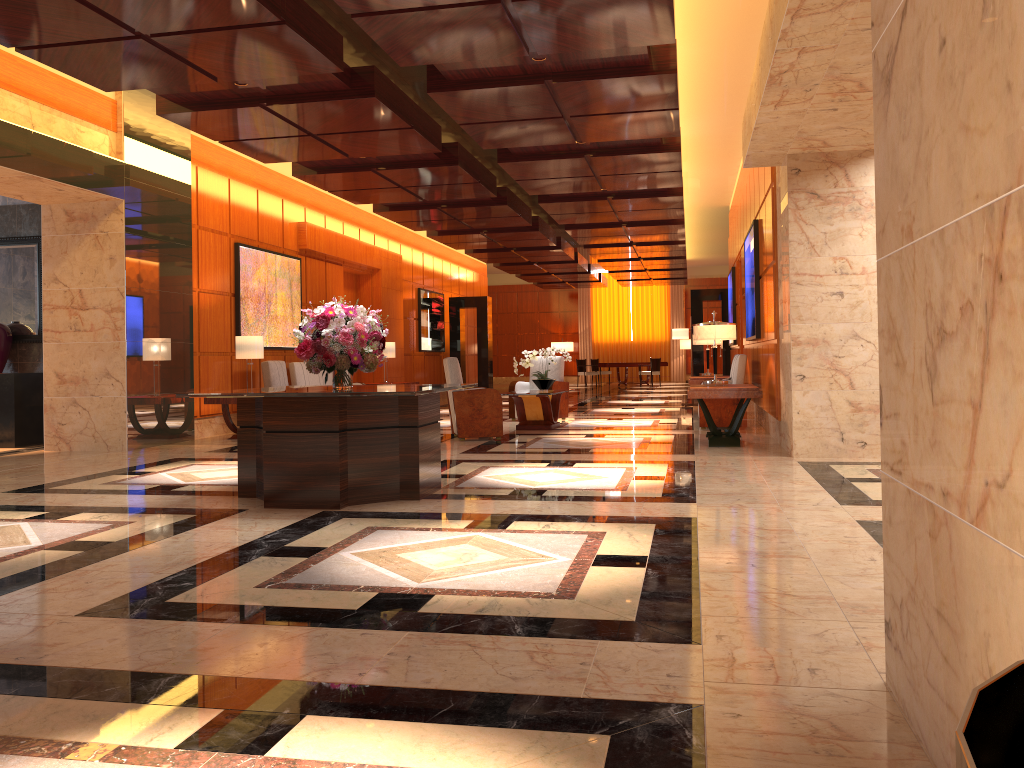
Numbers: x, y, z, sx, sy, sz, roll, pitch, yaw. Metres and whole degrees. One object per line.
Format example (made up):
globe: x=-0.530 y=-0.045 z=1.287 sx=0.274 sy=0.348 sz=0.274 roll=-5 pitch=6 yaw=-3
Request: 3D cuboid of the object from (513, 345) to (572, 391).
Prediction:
object: x=0.414 y=-0.213 z=11.920 sx=0.788 sy=0.617 sz=0.417 roll=-1 pitch=0 yaw=-11

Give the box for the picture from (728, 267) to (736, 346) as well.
picture: x=4.344 y=-1.496 z=17.518 sx=0.056 sy=1.452 sz=1.997 roll=-1 pitch=1 yaw=11

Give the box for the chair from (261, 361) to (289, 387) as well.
chair: x=-3.078 y=0.150 z=12.314 sx=0.628 sy=0.961 sz=0.738 roll=-1 pitch=0 yaw=10

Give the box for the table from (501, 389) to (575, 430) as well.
table: x=0.345 y=0.348 z=11.809 sx=0.722 sy=0.496 sz=1.560 roll=-1 pitch=1 yaw=14

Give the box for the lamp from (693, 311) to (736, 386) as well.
lamp: x=2.186 y=-0.385 z=9.551 sx=0.458 sy=0.810 sz=0.459 roll=-1 pitch=0 yaw=21

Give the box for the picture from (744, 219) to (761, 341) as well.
picture: x=3.183 y=-1.313 z=11.773 sx=0.056 sy=1.452 sz=1.997 roll=-1 pitch=1 yaw=11

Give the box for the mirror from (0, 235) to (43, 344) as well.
mirror: x=-6.685 y=-1.168 z=11.190 sx=1.766 sy=1.339 sz=0.029 roll=-1 pitch=-1 yaw=11

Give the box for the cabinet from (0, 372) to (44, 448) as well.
cabinet: x=-6.731 y=0.311 z=10.814 sx=2.190 sy=0.868 sz=0.784 roll=-1 pitch=0 yaw=11

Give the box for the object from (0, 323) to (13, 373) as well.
object: x=-6.631 y=-0.455 z=10.927 sx=0.861 sy=0.652 sz=0.520 roll=-1 pitch=0 yaw=11

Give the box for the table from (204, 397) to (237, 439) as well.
table: x=-3.208 y=0.405 z=11.129 sx=0.724 sy=0.534 sz=1.168 roll=-1 pitch=1 yaw=14

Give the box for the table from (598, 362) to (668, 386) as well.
table: x=3.853 y=-0.316 z=28.138 sx=2.107 sy=0.742 sz=0.783 roll=-1 pitch=1 yaw=-17

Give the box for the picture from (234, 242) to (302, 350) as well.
picture: x=-3.542 y=-1.232 z=13.034 sx=0.056 sy=1.452 sz=1.997 roll=-1 pitch=1 yaw=11

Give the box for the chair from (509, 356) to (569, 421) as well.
chair: x=0.415 y=0.060 z=13.320 sx=0.737 sy=0.961 sz=0.629 roll=-1 pitch=0 yaw=30

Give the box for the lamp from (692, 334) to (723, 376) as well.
lamp: x=3.010 y=-0.523 z=13.623 sx=0.459 sy=0.794 sz=0.458 roll=-1 pitch=0 yaw=-27

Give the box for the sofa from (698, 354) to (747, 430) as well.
sofa: x=2.800 y=0.073 z=11.849 sx=0.612 sy=0.932 sz=1.799 roll=-1 pitch=1 yaw=12

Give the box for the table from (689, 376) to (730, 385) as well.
table: x=3.076 y=0.194 z=13.535 sx=0.725 sy=0.607 sz=1.270 roll=-1 pitch=1 yaw=12

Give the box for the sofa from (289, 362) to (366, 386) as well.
sofa: x=-2.868 y=0.113 z=13.920 sx=0.612 sy=0.932 sz=1.799 roll=-1 pitch=1 yaw=12

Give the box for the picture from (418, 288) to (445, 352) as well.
picture: x=-1.905 y=-1.490 z=21.131 sx=0.056 sy=1.452 sz=1.997 roll=-1 pitch=1 yaw=11

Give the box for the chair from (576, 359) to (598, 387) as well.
chair: x=2.359 y=-0.355 z=28.273 sx=0.584 sy=0.894 sz=0.576 roll=-1 pitch=0 yaw=-40

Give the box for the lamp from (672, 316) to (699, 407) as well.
lamp: x=3.236 y=-0.416 z=16.349 sx=0.526 sy=1.661 sz=0.359 roll=-1 pitch=-1 yaw=1

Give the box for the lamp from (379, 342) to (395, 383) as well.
lamp: x=0.824 y=-0.279 z=10.398 sx=0.335 sy=0.735 sz=12.996 roll=-1 pitch=1 yaw=-29

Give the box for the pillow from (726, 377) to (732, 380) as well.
pillow: x=2.871 y=0.034 z=11.855 sx=0.160 sy=0.253 sz=0.358 roll=-1 pitch=1 yaw=8

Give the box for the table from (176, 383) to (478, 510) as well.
table: x=-1.201 y=0.403 z=6.281 sx=1.600 sy=0.745 sz=1.601 roll=-1 pitch=1 yaw=11

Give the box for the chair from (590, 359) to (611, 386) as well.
chair: x=2.915 y=-0.397 z=29.403 sx=0.576 sy=0.894 sz=0.584 roll=-1 pitch=0 yaw=40

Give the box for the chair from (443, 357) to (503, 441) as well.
chair: x=-0.469 y=0.157 z=10.456 sx=0.628 sy=0.961 sz=0.737 roll=-1 pitch=0 yaw=-10

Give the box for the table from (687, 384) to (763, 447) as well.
table: x=2.239 y=0.326 z=9.397 sx=0.725 sy=0.607 sz=1.270 roll=-1 pitch=1 yaw=12

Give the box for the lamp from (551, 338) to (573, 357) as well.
lamp: x=1.848 y=-0.850 z=32.466 sx=0.811 sy=1.661 sz=0.810 roll=-1 pitch=0 yaw=-39

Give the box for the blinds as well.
blinds: x=4.371 y=-2.106 z=32.611 sx=3.852 sy=4.066 sz=0.149 roll=-1 pitch=-1 yaw=11

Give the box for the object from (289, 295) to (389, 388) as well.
object: x=-1.211 y=-0.301 z=6.307 sx=0.650 sy=0.658 sz=0.680 roll=-1 pitch=1 yaw=3

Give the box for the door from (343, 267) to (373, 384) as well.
door: x=-3.051 y=-0.812 z=16.681 sx=0.340 sy=2.652 sz=1.500 roll=-1 pitch=0 yaw=11

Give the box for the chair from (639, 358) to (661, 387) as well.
chair: x=4.278 y=-0.359 z=27.214 sx=0.584 sy=0.894 sz=0.576 roll=-1 pitch=0 yaw=-35

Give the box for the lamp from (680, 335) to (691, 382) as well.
lamp: x=6.400 y=-0.902 z=31.547 sx=0.811 sy=1.661 sz=0.810 roll=-1 pitch=0 yaw=-39

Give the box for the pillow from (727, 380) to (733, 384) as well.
pillow: x=2.748 y=0.062 z=11.423 sx=0.202 sy=0.230 sz=0.273 roll=-1 pitch=1 yaw=14

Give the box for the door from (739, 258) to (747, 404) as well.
door: x=4.149 y=-0.896 z=15.245 sx=0.340 sy=2.652 sz=1.538 roll=-1 pitch=0 yaw=11

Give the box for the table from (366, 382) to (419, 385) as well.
table: x=-2.215 y=0.248 z=16.040 sx=0.724 sy=0.534 sz=1.168 roll=-1 pitch=1 yaw=14

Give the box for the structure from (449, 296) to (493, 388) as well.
structure: x=-1.025 y=-0.928 z=22.242 sx=0.985 sy=2.499 sz=0.500 roll=-1 pitch=-1 yaw=11
